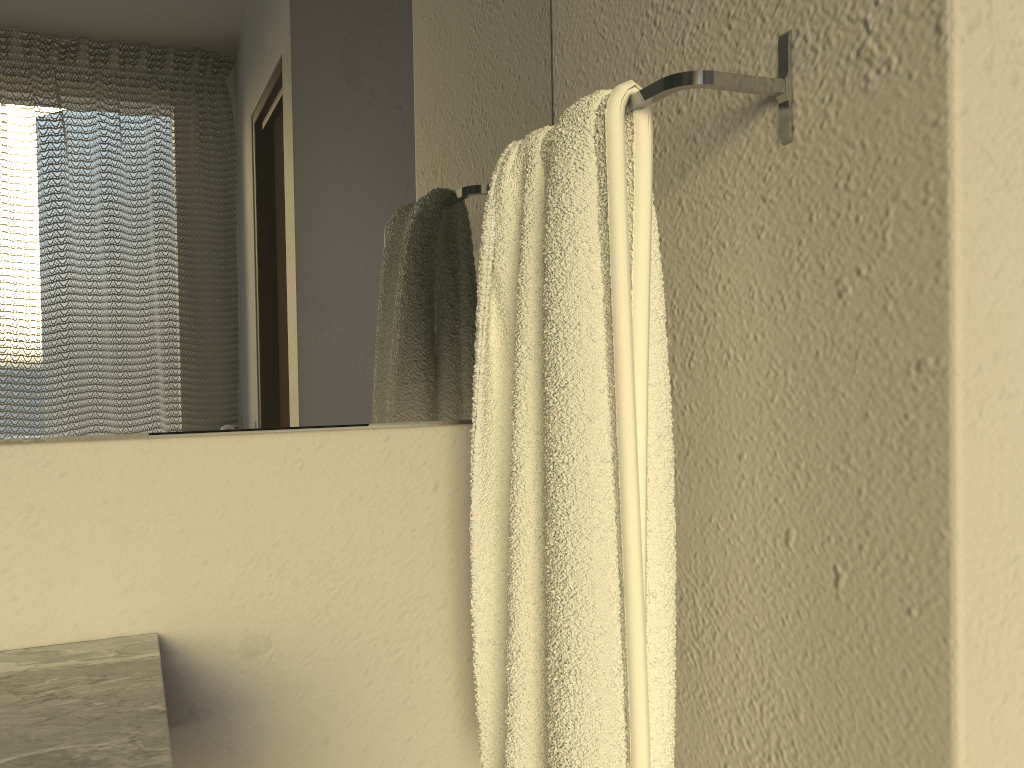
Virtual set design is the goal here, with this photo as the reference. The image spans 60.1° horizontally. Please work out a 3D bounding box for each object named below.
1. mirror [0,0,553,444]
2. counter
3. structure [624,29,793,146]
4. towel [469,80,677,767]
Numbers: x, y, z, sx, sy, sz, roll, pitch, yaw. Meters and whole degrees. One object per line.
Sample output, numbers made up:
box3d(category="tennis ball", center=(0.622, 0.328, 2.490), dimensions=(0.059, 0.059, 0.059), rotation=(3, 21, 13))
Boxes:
box3d(category="mirror", center=(-1.824, -0.484, 0.307), dimensions=(4.010, 1.152, 0.017), rotation=(-2, 1, -21))
box3d(category="counter", center=(-1.274, 0.334, 0.222), dimensions=(2.221, 0.101, 0.597), rotation=(-2, 1, -22))
box3d(category="structure", center=(0.094, -0.226, 0.822), dimensions=(0.100, 0.088, 0.376), rotation=(-2, 1, -23))
box3d(category="towel", center=(0.047, 0.074, 0.798), dimensions=(0.160, 0.636, 0.259), rotation=(-1, 1, -5))
